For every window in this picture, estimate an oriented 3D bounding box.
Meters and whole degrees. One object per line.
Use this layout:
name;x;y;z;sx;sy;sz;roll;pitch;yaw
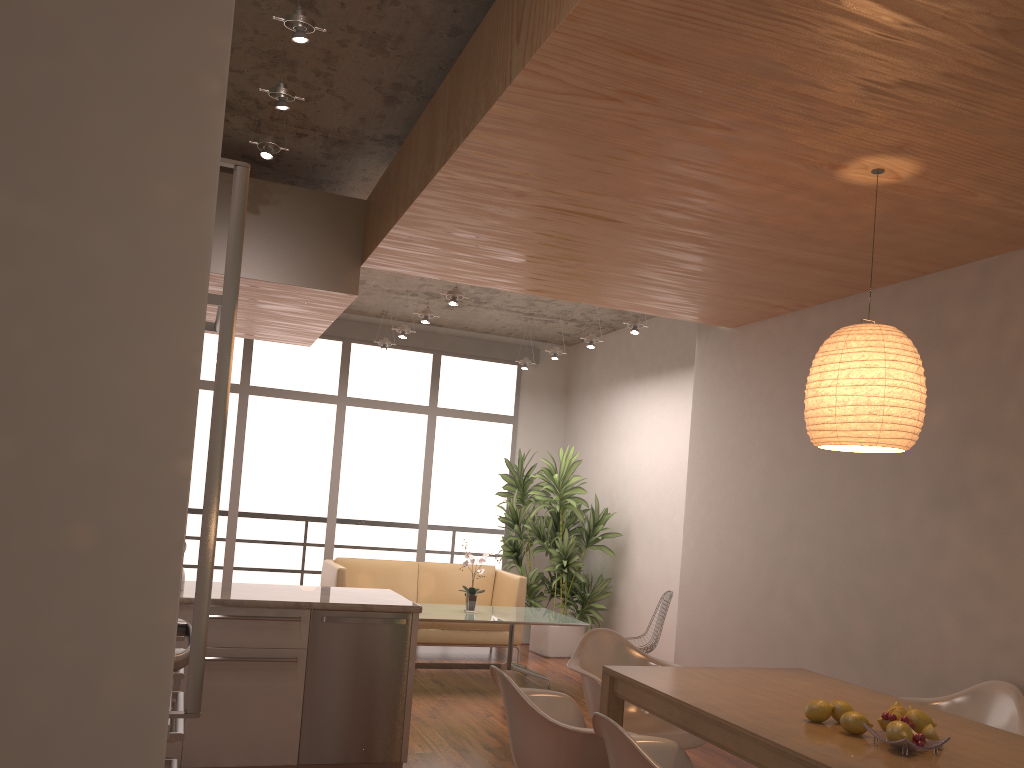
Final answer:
window;-3.806;0.705;8.837;8.569;3.265;0.062;7;-3;-20

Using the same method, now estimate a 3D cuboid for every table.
table;1.192;1.551;2.922;1.027;0.804;2.087;7;-7;-20
table;-0.437;2.131;7.167;1.872;0.557;0.946;7;-7;-20

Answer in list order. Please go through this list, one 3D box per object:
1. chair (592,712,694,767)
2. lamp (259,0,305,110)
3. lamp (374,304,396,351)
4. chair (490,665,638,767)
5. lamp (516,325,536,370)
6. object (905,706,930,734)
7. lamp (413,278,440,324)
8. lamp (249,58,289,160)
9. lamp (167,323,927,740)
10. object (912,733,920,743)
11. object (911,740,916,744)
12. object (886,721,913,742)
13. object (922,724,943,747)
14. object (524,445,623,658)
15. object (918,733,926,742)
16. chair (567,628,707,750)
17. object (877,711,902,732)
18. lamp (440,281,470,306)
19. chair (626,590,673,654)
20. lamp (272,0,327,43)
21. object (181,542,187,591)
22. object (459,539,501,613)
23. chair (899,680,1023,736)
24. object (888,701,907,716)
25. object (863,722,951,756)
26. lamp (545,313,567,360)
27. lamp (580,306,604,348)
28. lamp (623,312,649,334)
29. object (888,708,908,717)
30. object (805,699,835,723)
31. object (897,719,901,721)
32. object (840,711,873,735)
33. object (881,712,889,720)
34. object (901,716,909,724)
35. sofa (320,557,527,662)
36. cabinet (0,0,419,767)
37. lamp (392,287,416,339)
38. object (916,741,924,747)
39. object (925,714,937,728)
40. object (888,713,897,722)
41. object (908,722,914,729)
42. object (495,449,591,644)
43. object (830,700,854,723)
chair;0.532;1.445;2.709;0.643;0.857;0.688;7;-5;-25
lamp;-0.887;-1.312;3.464;0.103;0.468;0.153;3;-3;38
lamp;-1.272;-0.581;8.943;0.134;0.480;0.199;2;-4;38
chair;0.200;1.506;3.344;0.643;0.857;0.688;7;-5;-25
lamp;0.159;-0.396;9.461;0.134;0.480;0.199;2;-4;38
object;1.313;1.095;2.861;0.074;0.093;0.076;5;-5;-12
lamp;-0.701;-0.747;7.401;0.134;0.480;0.199;2;-4;38
lamp;-1.085;-1.254;3.999;0.103;0.468;0.153;3;-3;38
lamp;-0.443;0.406;3.775;3.219;1.340;3.087;7;-7;-20
object;1.217;1.091;2.722;0.076;0.043;0.093;1;-8;26
object;1.211;1.091;2.677;0.026;0.025;0.026;4;-5;4
object;1.170;1.054;2.666;0.083;0.071;0.080;10;-7;-43
object;1.312;1.096;2.754;0.063;0.068;0.074;3;-5;18
object;0.564;1.686;8.966;0.966;2.095;1.086;5;-3;-7
object;1.254;1.084;2.704;0.026;0.026;0.023;5;-5;-7
chair;0.590;1.666;4.281;0.685;0.857;0.645;8;-5;-35
object;1.246;1.110;2.894;0.078;0.074;0.084;1;-6;34
lamp;-0.416;-0.831;6.630;0.134;0.480;0.199;2;-4;38
chair;0.915;2.009;6.740;0.561;0.896;0.546;5;-4;0
lamp;-0.689;-1.370;2.930;0.103;0.468;0.153;3;-3;38
object;-1.776;0.881;4.447;0.262;0.304;0.264;5;-5;-4
object;-0.303;1.566;7.192;0.298;0.587;0.372;6;-4;-25
chair;1.816;1.689;3.742;0.643;0.857;0.688;6;-5;-20
object;1.289;1.113;2.950;0.072;0.100;0.074;3;-4;15
object;1.195;1.081;2.682;0.174;0.060;0.175;7;-8;-20
lamp;0.444;-0.479;8.691;0.134;0.480;0.199;2;-4;38
lamp;0.729;-0.563;7.920;0.134;0.480;0.199;2;-4;38
lamp;1.015;-0.646;7.149;0.134;0.480;0.199;2;-4;38
object;1.257;1.072;2.878;0.064;0.022;0.070;0;-8;30
object;1.033;1.103;2.976;0.078;0.077;0.080;8;-6;-34
object;1.250;1.089;2.837;0.024;0.026;0.026;8;-6;-39
object;1.102;1.089;2.836;0.081;0.071;0.083;8;-6;-30
object;1.215;1.081;2.871;0.026;0.026;0.025;1;-6;37
object;1.258;1.076;2.827;0.024;0.026;0.026;8;-6;-39
sofa;-0.862;2.125;8.380;1.803;0.833;0.884;7;-6;-20
cabinet;-0.874;0.659;2.976;1.916;2.262;4.272;6;-7;-20
lamp;-0.987;-0.664;8.172;0.134;0.480;0.199;2;-4;38
object;1.233;1.092;2.669;0.025;0.026;0.026;4;-5;9
object;1.346;1.120;2.922;0.081;0.071;0.083;8;-6;-30
object;1.227;1.076;2.846;0.026;0.026;0.024;3;-5;12
object;1.274;1.096;2.826;0.026;0.026;0.024;6;-5;-20
object;0.315;1.753;9.597;1.080;2.095;0.972;5;-3;-2
object;1.116;1.110;2.990;0.081;0.077;0.078;-1;-7;45
